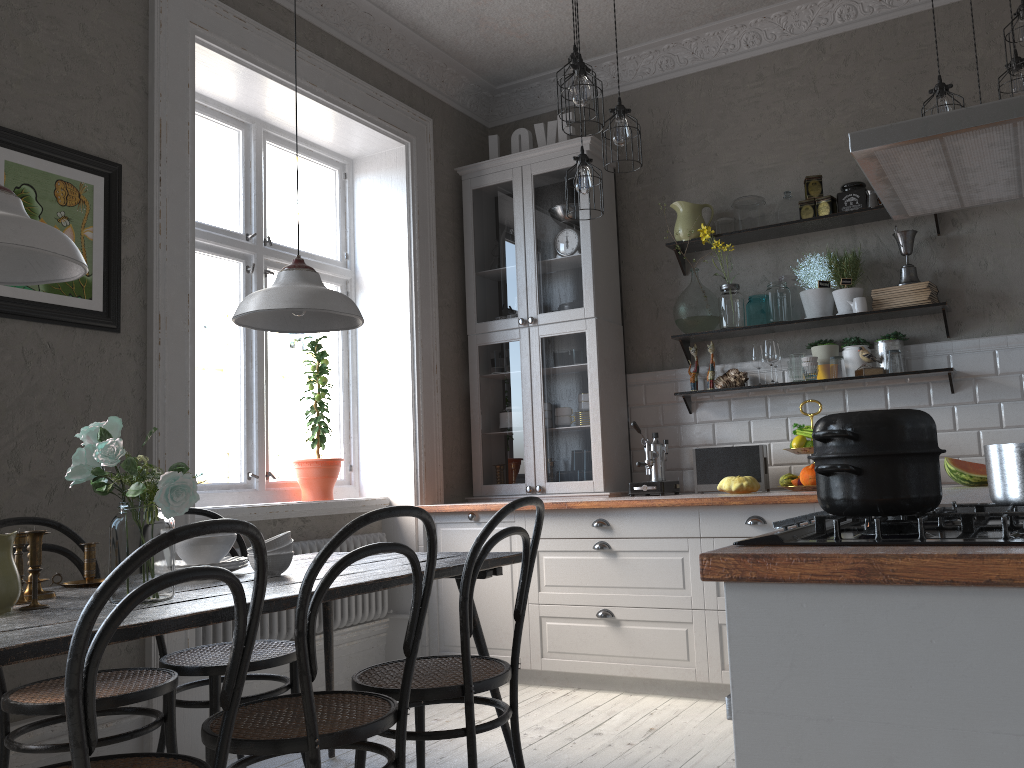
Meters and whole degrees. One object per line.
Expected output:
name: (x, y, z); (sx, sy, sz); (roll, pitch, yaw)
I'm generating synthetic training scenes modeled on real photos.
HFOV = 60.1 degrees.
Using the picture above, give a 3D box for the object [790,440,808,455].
object: (1.350, 0.292, 4.148); (0.094, 0.078, 0.102); (-4, -7, 17)

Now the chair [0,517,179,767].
chair: (-1.215, 0.832, 2.492); (0.540, 0.920, 0.445); (-5, -7, 27)

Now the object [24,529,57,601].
object: (-1.143, 0.427, 2.119); (0.095, 0.172, 0.097); (-4, -6, 11)

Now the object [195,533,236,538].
object: (-0.875, 0.458, 2.512); (0.177, 0.094, 0.182); (-5, -7, 21)

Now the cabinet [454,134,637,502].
cabinet: (0.181, -0.305, 4.927); (0.863, 1.920, 0.395); (-6, -7, 29)

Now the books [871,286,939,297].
books: (1.843, -0.424, 4.159); (0.255, 0.016, 0.161); (-8, -8, 42)

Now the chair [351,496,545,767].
chair: (-0.172, 0.780, 2.427); (0.540, 0.920, 0.445); (-5, -7, 27)

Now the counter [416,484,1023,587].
counter: (0.439, 0.431, 3.002); (3.104, 0.039, 3.453); (-6, -7, 30)

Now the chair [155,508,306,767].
chair: (-0.946, 0.866, 2.908); (0.537, 0.920, 0.447); (-8, -8, 42)

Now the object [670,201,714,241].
object: (0.940, -0.845, 4.639); (0.187, 0.216, 0.177); (-8, -9, 43)

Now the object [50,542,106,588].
object: (-1.142, 0.487, 2.395); (0.138, 0.112, 0.141); (-4, -6, 12)

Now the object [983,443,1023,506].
object: (0.877, 0.115, 1.355); (0.177, 0.134, 0.298); (1, -7, -25)

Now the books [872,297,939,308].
books: (1.845, -0.371, 4.153); (0.255, 0.016, 0.161); (-8, -8, 42)

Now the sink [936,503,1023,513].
sink: (1.126, 0.150, 1.868); (0.518, 0.720, 0.495); (-6, -7, 30)

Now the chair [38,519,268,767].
chair: (-0.716, 0.706, 1.547); (0.540, 0.920, 0.445); (-5, -7, 27)

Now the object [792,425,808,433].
object: (1.342, 0.209, 4.128); (0.072, 0.058, 0.051); (-3, -6, 6)

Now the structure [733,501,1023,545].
structure: (0.671, 0.207, 1.363); (0.487, 0.031, 0.617); (-6, -7, 30)

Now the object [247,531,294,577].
object: (-0.666, 0.468, 2.442); (0.130, 0.119, 0.122); (4, -9, -44)

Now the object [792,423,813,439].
object: (1.397, 0.224, 4.090); (0.206, 0.101, 0.068); (-7, -8, 36)

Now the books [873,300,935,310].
books: (1.845, -0.360, 4.152); (0.256, 0.011, 0.161); (-7, -8, 35)

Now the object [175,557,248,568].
object: (-0.872, 0.513, 2.506); (0.242, 0.027, 0.232); (2, -8, -37)

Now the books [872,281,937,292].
books: (1.842, -0.446, 4.161); (0.256, 0.011, 0.161); (-7, -8, 35)

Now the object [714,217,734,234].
object: (1.108, -0.802, 4.607); (0.101, 0.111, 0.105); (-6, -7, 30)

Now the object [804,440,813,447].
object: (1.367, 0.289, 4.068); (0.062, 0.061, 0.068); (-6, -7, 30)

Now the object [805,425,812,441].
object: (1.457, 0.236, 4.134); (0.090, 0.096, 0.177); (3, -8, -39)

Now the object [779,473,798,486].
object: (1.322, 0.455, 4.167); (0.154, 0.072, 0.075); (1, -7, -31)

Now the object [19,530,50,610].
object: (-1.042, 0.405, 1.936); (0.058, 0.167, 0.060); (-8, -8, 43)

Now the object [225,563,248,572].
object: (-0.871, 0.531, 2.504); (0.242, 0.027, 0.232); (3, -8, -42)

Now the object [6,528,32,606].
object: (-1.129, 0.416, 2.027); (0.063, 0.172, 0.061); (3, -8, -38)

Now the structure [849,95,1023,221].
structure: (1.280, -1.359, 2.379); (0.700, 1.595, 0.725); (-6, -7, 30)

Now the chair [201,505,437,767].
chair: (-0.441, 0.746, 2.014); (0.538, 0.920, 0.447); (-7, -8, 37)

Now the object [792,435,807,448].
object: (1.323, 0.269, 4.077); (0.080, 0.069, 0.058); (3, -8, -40)

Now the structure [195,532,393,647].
structure: (-0.965, 0.926, 3.997); (0.146, 0.428, 1.245); (-6, -7, 29)

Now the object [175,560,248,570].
object: (-0.872, 0.521, 2.505); (0.238, 0.027, 0.237); (-2, -6, -2)

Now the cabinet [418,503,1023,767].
cabinet: (0.917, 0.809, 2.870); (2.008, 0.854, 4.154); (-1, -6, -13)

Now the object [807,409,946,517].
object: (0.528, 0.115, 1.285); (0.189, 0.147, 0.194); (-3, -6, 10)

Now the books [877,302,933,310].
books: (1.846, -0.349, 4.150); (0.256, 0.011, 0.161); (-6, -7, 32)

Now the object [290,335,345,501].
object: (-0.959, 0.163, 4.350); (0.265, 0.813, 0.255); (2, -7, -32)

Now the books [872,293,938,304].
books: (1.844, -0.392, 4.155); (0.256, 0.011, 0.161); (-7, -8, 35)

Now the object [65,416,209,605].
object: (-0.827, 0.274, 1.967); (0.306, 0.414, 0.256); (-6, -7, 28)

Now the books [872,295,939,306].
books: (1.845, -0.381, 4.154); (0.255, 0.016, 0.161); (-8, -8, 39)

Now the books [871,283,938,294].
books: (1.843, -0.435, 4.160); (0.255, 0.016, 0.161); (-8, -8, 39)

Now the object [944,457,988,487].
object: (1.874, 0.354, 3.578); (0.222, 0.127, 0.150); (-4, -6, 12)

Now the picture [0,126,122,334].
picture: (-1.537, -0.505, 2.946); (0.019, 0.619, 0.531); (-6, -7, 30)

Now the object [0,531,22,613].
object: (-1.132, 0.402, 1.891); (0.150, 0.170, 0.135); (-1, -6, -9)

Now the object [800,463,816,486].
object: (1.352, 0.410, 3.984); (0.113, 0.110, 0.111); (-2, -6, -3)

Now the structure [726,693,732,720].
structure: (0.705, 0.566, 1.308); (0.607, 0.623, 0.633); (-6, -7, 30)

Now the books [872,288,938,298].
books: (1.843, -0.414, 4.157); (0.256, 0.011, 0.161); (-7, -8, 35)

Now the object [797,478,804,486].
object: (1.359, 0.461, 4.121); (0.069, 0.076, 0.231); (-4, -6, 13)

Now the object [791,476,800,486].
object: (1.337, 0.452, 4.116); (0.089, 0.057, 0.084); (1, -7, -28)

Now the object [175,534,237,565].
object: (-0.874, 0.478, 2.509); (0.177, 0.094, 0.182); (-5, -7, 21)

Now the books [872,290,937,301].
books: (1.844, -0.403, 4.156); (0.256, 0.011, 0.161); (-6, -7, 32)
